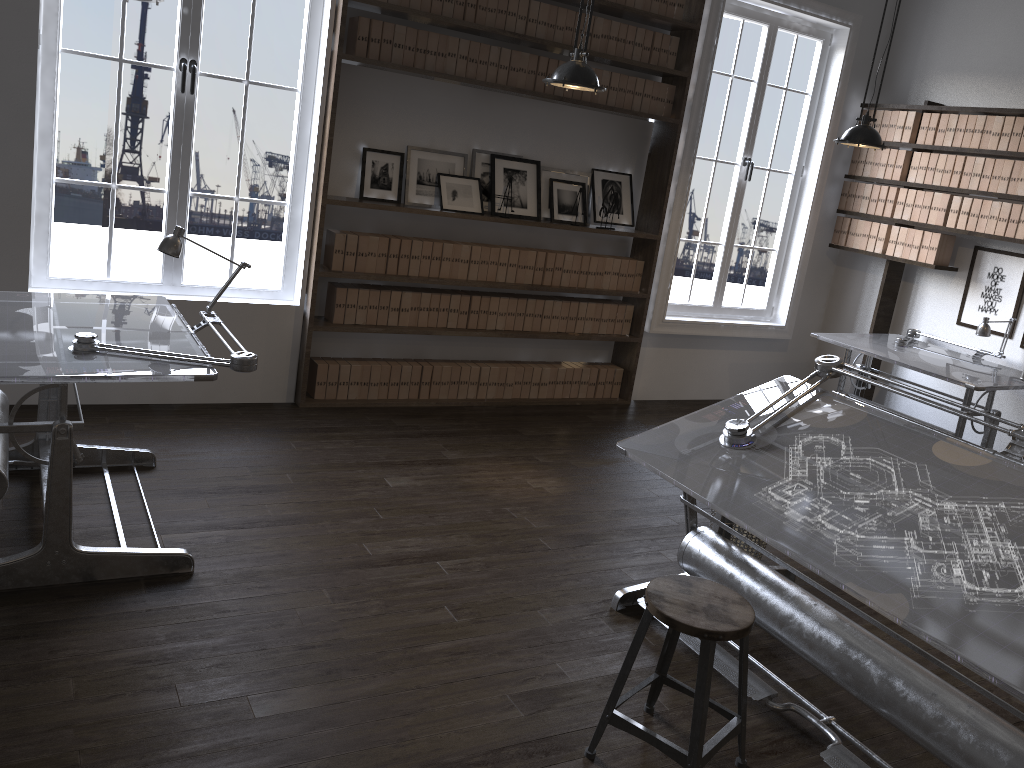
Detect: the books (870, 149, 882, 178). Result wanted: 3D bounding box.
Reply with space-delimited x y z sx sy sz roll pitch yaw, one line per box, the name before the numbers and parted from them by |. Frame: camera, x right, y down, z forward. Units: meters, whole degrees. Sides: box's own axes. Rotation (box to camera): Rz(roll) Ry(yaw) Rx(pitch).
books | 2.837 -1.678 6.763 0.174 0.223 0.067 1 14 -30

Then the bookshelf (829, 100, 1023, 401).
bookshelf | 4.803 0.678 3.381 0.373 3.173 9.285 2 16 -30

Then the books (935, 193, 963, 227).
books | 3.101 -1.224 6.268 0.174 0.223 0.067 1 14 -30

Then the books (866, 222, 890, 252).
books | 2.813 -1.113 6.762 0.174 0.223 0.067 1 14 -30

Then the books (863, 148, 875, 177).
books | 2.806 -1.697 6.815 0.174 0.223 0.067 1 14 -30

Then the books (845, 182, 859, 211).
books | 2.723 -1.463 6.952 0.174 0.223 0.067 1 14 -30

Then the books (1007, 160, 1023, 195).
books | 3.365 -1.345 5.828 0.174 0.223 0.067 1 14 -30

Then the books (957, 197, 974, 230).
books | 3.183 -1.167 6.126 0.174 0.223 0.067 1 14 -30

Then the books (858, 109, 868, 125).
books | 2.772 -2.007 6.885 0.174 0.223 0.067 1 14 -30

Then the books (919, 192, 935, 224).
books | 3.040 -1.265 6.387 0.174 0.223 0.067 1 14 -30

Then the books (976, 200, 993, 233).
books | 3.255 -1.126 6.011 0.174 0.223 0.067 1 14 -30

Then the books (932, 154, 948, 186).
books | 3.097 -1.511 6.301 0.174 0.223 0.067 1 14 -30

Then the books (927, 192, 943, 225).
books | 3.075 -1.243 6.323 0.174 0.223 0.067 1 14 -30

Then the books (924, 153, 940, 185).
books | 3.063 -1.530 6.352 0.174 0.223 0.067 1 14 -30

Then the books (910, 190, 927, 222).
books | 3.009 -1.286 6.447 0.174 0.223 0.067 1 14 -30

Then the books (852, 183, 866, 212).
books | 2.756 -1.442 6.892 0.174 0.223 0.067 1 14 -30

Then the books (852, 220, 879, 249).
books | 2.752 -1.153 6.879 0.174 0.223 0.067 1 14 -30

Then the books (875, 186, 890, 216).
books | 2.855 -1.378 6.707 0.174 0.223 0.067 1 14 -30

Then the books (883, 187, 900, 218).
books | 2.895 -1.356 6.647 0.174 0.223 0.067 1 14 -30

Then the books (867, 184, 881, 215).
books | 2.824 -1.400 6.772 0.174 0.223 0.067 1 14 -30

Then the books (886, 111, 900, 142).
books | 2.912 -1.923 6.648 0.174 0.223 0.067 1 14 -30

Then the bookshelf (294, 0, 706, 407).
bookshelf | -0.127 -1.003 5.855 2.472 3.685 0.417 1 14 -30

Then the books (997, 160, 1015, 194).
books | 3.329 -1.365 5.882 0.174 0.223 0.067 1 14 -30

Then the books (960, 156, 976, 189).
books | 3.201 -1.447 6.122 0.174 0.223 0.067 1 14 -30

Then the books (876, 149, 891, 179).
books | 2.865 -1.659 6.704 0.174 0.223 0.067 1 14 -30

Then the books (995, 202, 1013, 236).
books | 3.316 -1.084 5.887 0.174 0.223 0.067 1 14 -30

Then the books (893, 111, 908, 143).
books | 2.942 -1.902 6.587 0.174 0.223 0.067 1 14 -30

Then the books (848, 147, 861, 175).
books | 2.740 -1.739 6.936 0.174 0.223 0.067 1 14 -30

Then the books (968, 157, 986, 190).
books | 3.231 -1.427 6.059 0.174 0.223 0.067 1 14 -30

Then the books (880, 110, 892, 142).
books | 2.881 -1.944 6.708 0.174 0.223 0.067 1 14 -30

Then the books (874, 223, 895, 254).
books | 2.850 -1.091 6.703 0.174 0.223 0.067 1 14 -30

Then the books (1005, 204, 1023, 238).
books | 3.350 -1.062 5.826 0.174 0.223 0.067 1 14 -30

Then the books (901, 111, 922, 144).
books | 2.979 -1.881 6.527 0.174 0.223 0.067 1 14 -30

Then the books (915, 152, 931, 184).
books | 3.029 -1.551 6.414 0.174 0.223 0.067 1 14 -30

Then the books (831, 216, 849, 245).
books | 2.652 -1.216 7.061 0.174 0.223 0.067 1 14 -30

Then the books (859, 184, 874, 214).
books | 2.786 -1.421 6.830 0.174 0.223 0.067 1 14 -30

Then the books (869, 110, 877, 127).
books | 2.807 -1.986 6.824 0.174 0.223 0.067 1 14 -30

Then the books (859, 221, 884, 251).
books | 2.778 -1.134 6.823 0.174 0.223 0.067 1 14 -30

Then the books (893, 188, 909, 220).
books | 2.935 -1.328 6.563 0.174 0.223 0.067 1 14 -30

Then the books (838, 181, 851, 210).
books | 2.685 -1.483 7.005 0.174 0.223 0.067 1 14 -30

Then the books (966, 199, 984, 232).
books | 3.220 -1.146 6.069 0.174 0.223 0.067 1 14 -30

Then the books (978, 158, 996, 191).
books | 3.268 -1.406 6.002 0.174 0.223 0.067 1 14 -30

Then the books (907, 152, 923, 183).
books | 2.997 -1.572 6.476 0.174 0.223 0.067 1 14 -30

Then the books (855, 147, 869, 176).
books | 2.770 -1.718 6.875 0.174 0.223 0.067 1 14 -30

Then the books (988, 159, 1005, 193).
books | 3.302 -1.385 5.942 0.174 0.223 0.067 1 14 -30

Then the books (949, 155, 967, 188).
books | 3.160 -1.470 6.182 0.174 0.223 0.067 1 14 -30

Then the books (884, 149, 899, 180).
books | 2.902 -1.639 6.650 0.174 0.223 0.067 1 14 -30

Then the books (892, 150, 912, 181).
books | 2.936 -1.618 6.590 0.174 0.223 0.067 1 14 -30

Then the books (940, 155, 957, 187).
books | 3.130 -1.491 6.247 0.174 0.223 0.067 1 14 -30

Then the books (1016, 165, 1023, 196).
books | 3.393 -1.326 5.775 0.174 0.223 0.067 1 14 -30

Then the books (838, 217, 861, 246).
books | 2.683 -1.194 6.995 0.174 0.223 0.067 1 14 -30

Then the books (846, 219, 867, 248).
books | 2.723 -1.172 6.935 0.174 0.223 0.067 1 14 -30

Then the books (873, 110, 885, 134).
books | 2.844 -1.964 6.764 0.174 0.223 0.067 1 14 -30

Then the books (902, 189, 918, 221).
books | 2.972 -1.306 6.504 0.174 0.223 0.067 1 14 -30
